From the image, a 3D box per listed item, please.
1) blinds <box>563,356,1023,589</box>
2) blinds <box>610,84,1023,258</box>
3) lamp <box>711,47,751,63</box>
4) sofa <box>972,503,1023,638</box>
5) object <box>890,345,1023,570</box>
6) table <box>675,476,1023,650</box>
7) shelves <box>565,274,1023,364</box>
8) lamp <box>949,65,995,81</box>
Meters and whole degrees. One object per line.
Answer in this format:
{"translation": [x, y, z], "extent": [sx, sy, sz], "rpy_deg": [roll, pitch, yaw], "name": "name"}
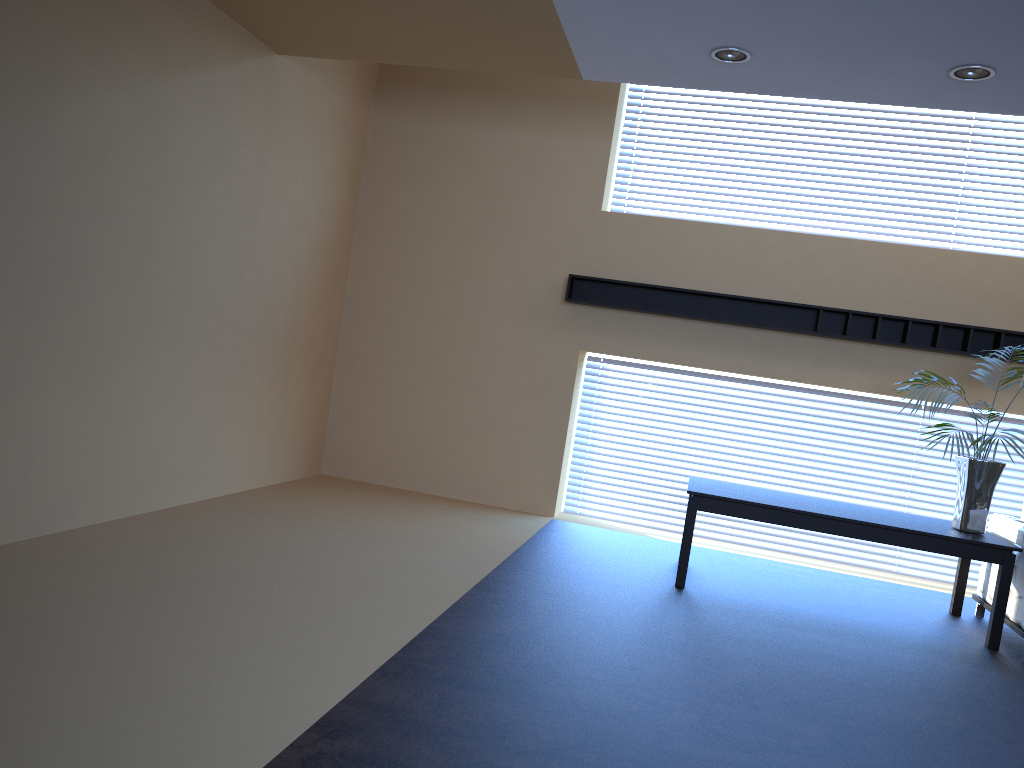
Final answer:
{"translation": [3.151, 0.839, 7.082], "extent": [5.387, 1.369, 0.047], "rpy_deg": [9, 3, 12], "name": "blinds"}
{"translation": [3.534, -1.709, 6.946], "extent": [5.387, 1.463, 0.039], "rpy_deg": [9, 3, 12], "name": "blinds"}
{"translation": [1.181, -1.807, 4.754], "extent": [0.209, 0.096, 0.208], "rpy_deg": [9, 2, 12], "name": "lamp"}
{"translation": [4.037, 1.281, 5.260], "extent": [2.055, 0.849, 1.014], "rpy_deg": [9, 2, 12], "name": "sofa"}
{"translation": [3.144, 0.617, 5.988], "extent": [1.038, 1.862, 1.897], "rpy_deg": [10, 3, 32], "name": "object"}
{"translation": [2.037, 1.095, 5.683], "extent": [1.893, 0.604, 0.897], "rpy_deg": [9, 2, 12], "name": "table"}
{"translation": [3.547, -0.273, 5.962], "extent": [6.616, 0.213, 1.249], "rpy_deg": [9, 2, 12], "name": "shelves"}
{"translation": [2.347, -1.625, 4.506], "extent": [0.208, 0.096, 0.209], "rpy_deg": [8, 2, -18], "name": "lamp"}
